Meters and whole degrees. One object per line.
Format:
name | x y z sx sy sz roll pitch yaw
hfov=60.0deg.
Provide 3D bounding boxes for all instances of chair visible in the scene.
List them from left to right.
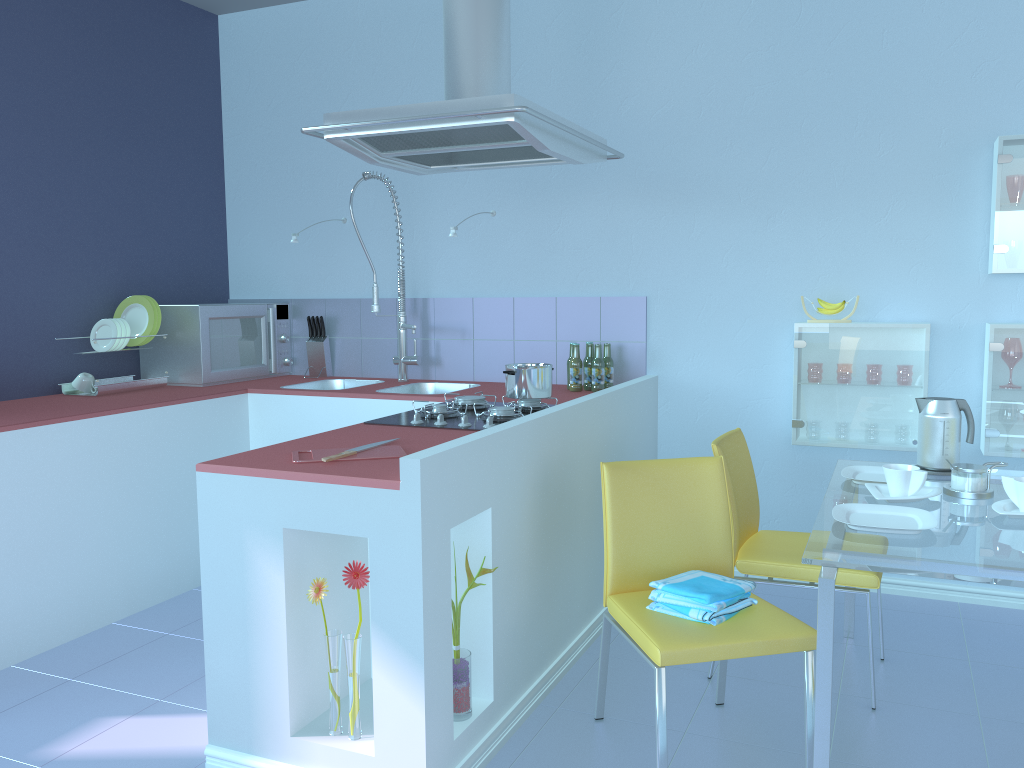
chair | 0.450 0.564 2.172 0.387 0.695 0.484 -2 6 -13
chair | 0.853 0.511 2.655 0.484 0.695 0.387 2 7 26

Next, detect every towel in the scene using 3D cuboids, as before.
towel | 0.457 0.536 2.154 0.195 0.024 0.201 5 8 43
towel | 0.460 0.507 2.153 0.195 0.027 0.192 5 8 44
towel | 0.461 0.491 2.154 0.190 0.033 0.195 -5 8 -40
towel | 0.463 0.522 2.153 0.201 0.024 0.195 -6 8 -41

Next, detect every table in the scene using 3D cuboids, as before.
table | 1.168 0.608 2.247 0.730 0.590 1.173 2 6 23

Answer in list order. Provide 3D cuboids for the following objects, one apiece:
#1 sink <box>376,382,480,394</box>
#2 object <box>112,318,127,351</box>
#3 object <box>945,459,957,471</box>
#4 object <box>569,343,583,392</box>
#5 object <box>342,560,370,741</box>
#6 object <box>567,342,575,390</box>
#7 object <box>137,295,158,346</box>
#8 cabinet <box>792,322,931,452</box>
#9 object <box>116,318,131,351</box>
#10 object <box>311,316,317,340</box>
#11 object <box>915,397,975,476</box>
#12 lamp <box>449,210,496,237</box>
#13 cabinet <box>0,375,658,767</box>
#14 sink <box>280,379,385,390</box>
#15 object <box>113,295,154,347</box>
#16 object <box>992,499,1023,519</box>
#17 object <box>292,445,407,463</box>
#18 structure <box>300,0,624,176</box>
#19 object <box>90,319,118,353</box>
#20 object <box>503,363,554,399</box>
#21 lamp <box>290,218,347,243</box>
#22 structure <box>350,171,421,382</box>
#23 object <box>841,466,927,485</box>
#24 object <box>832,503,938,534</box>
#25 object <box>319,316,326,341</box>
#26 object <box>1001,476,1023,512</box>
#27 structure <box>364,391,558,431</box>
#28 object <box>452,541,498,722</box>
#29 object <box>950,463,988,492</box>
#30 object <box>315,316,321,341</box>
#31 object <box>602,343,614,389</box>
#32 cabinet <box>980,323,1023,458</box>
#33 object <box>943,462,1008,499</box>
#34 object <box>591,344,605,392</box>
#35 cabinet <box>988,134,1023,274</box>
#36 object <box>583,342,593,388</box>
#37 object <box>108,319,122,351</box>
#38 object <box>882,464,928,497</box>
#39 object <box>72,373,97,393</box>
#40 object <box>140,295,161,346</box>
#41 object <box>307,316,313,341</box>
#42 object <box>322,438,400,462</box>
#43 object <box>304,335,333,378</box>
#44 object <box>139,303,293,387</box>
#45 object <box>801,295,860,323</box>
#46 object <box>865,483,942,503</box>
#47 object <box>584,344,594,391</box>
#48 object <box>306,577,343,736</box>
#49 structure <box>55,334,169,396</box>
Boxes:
sink | -0.342 0.102 3.693 0.326 0.172 0.428 2 6 24
object | -1.636 -0.201 3.637 0.140 0.136 0.039 2 6 19
object | 1.195 0.239 2.374 0.077 0.079 0.023 -2 6 -11
object | 0.253 -0.065 3.498 0.052 0.190 0.052 -2 6 -12
object | -0.353 0.600 1.988 0.054 0.427 0.090 -5 7 -34
object | 0.246 -0.071 3.563 0.052 0.190 0.052 -2 6 -12
object | -1.589 -0.268 3.760 0.220 0.214 0.053 2 6 20
cabinet | 1.268 0.002 3.237 0.450 0.450 0.173 2 6 23
object | -1.627 -0.203 3.660 0.140 0.136 0.039 2 6 19
object | -0.937 -0.190 4.207 0.019 0.265 0.038 3 7 33
object | 1.295 0.154 2.678 0.146 0.222 0.132 -3 6 -24
lamp | -0.161 -0.668 3.670 0.037 0.134 0.400 2 6 23
cabinet | -0.835 0.430 3.128 2.200 0.800 2.139 2 6 23
sink | -0.777 0.086 3.882 0.326 0.172 0.428 2 6 23
object | -1.596 -0.266 3.740 0.220 0.214 0.053 2 6 20
object | 1.257 0.308 2.172 0.190 0.020 0.194 0 6 5
object | -0.398 0.170 2.161 0.269 0.006 0.151 -2 6 -14
structure | -0.111 -1.163 2.713 0.695 0.962 0.895 2 6 23
object | -1.652 -0.196 3.592 0.140 0.136 0.039 2 6 19
object | 0.056 -0.011 2.936 0.157 0.106 0.170 0 6 7
lamp | -0.864 -0.693 3.975 0.037 0.134 0.400 2 6 23
structure | -0.519 -0.462 3.855 0.308 0.920 0.178 2 6 22
object | 1.071 0.270 2.558 0.228 0.020 0.228 2 6 25
object | 0.874 0.320 2.087 0.228 0.020 0.228 2 6 20
object | -0.894 -0.189 4.188 0.019 0.265 0.037 3 7 33
object | 1.271 0.275 2.170 0.091 0.083 0.111 -1 6 -4
structure | -0.106 0.077 2.844 0.500 0.047 0.600 2 6 23
object | -0.135 0.588 2.108 0.229 0.423 0.067 -5 7 -35
object | 1.226 0.256 2.381 0.087 0.071 0.090 -2 6 -11
object | -0.915 -0.190 4.198 0.019 0.265 0.038 3 7 33
object | 0.379 -0.068 3.529 0.052 0.187 0.052 5 8 42
cabinet | 1.847 0.023 2.986 0.450 0.450 0.173 2 6 23
object | 1.247 0.256 2.375 0.166 0.081 0.123 1 6 15
object | 0.337 -0.061 3.474 0.052 0.187 0.052 5 8 42
cabinet | 1.842 -0.594 2.922 0.450 0.450 0.173 2 6 23
object | 0.314 -0.074 3.587 0.052 0.190 0.052 -2 6 -12
object | -1.644 -0.198 3.615 0.140 0.136 0.039 2 6 19
object | 1.024 0.261 2.329 0.091 0.083 0.111 0 6 5
object | -1.721 -0.004 3.560 0.083 0.082 0.097 -4 7 -33
object | -1.581 -0.270 3.779 0.220 0.214 0.053 2 6 20
object | -0.957 -0.191 4.215 0.019 0.265 0.037 1 6 14
object | -0.373 0.159 2.211 0.041 0.009 0.375 2 6 20
object | -0.924 -0.132 4.201 0.100 0.200 0.109 2 6 23
object | -1.352 -0.195 4.111 0.367 0.350 0.611 2 6 23
object | 1.168 -0.275 3.262 0.203 0.100 0.077 1 6 16
object | 1.039 0.294 2.331 0.190 0.020 0.194 1 6 15
object | 0.312 -0.067 3.527 0.052 0.187 0.052 5 8 42
object | -0.430 0.626 2.040 0.085 0.365 0.050 2 6 21
structure | -1.632 -0.084 3.651 0.194 0.225 0.408 2 6 20
